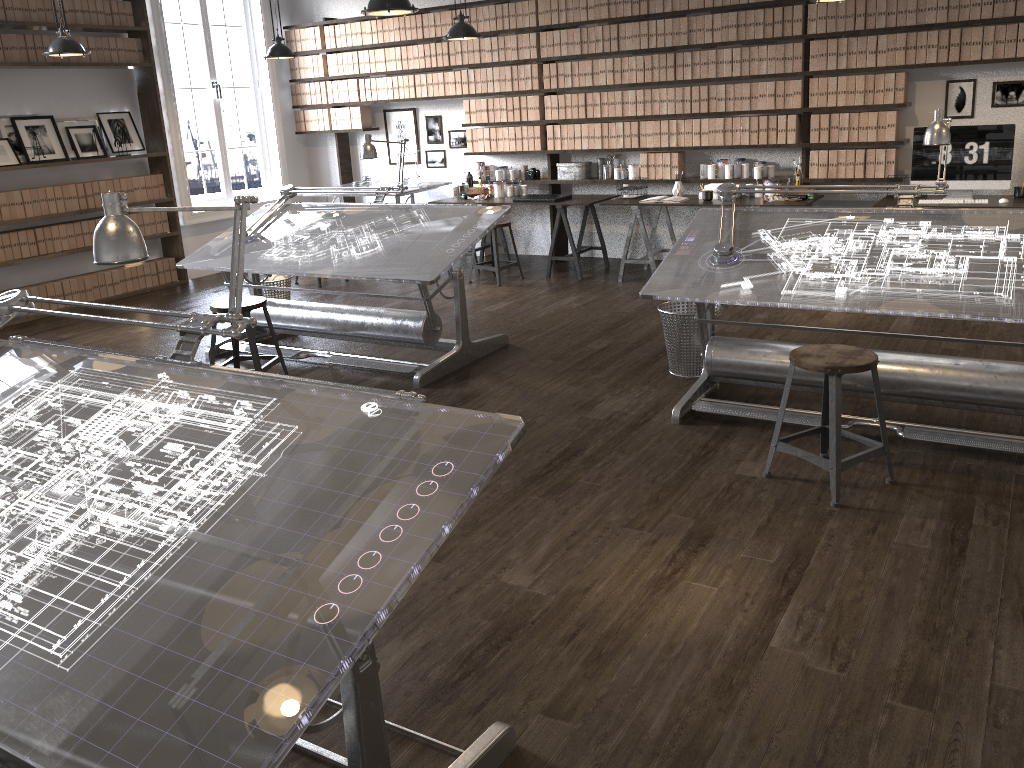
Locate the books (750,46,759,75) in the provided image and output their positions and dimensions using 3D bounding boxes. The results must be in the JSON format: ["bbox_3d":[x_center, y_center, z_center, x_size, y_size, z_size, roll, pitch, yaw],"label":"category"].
[{"bbox_3d":[1.977,-2.600,7.138,0.067,0.223,0.176,6,18,30],"label":"books"}]

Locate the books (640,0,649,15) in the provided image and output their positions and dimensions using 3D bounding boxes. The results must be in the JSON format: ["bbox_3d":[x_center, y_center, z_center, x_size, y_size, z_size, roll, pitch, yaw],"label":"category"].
[{"bbox_3d":[1.143,-3.226,7.463,0.067,0.223,0.176,6,18,30],"label":"books"}]

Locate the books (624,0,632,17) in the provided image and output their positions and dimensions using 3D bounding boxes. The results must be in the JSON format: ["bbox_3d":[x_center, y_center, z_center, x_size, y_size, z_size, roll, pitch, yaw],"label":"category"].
[{"bbox_3d":[1.018,-3.243,7.538,0.067,0.223,0.176,6,18,30],"label":"books"}]

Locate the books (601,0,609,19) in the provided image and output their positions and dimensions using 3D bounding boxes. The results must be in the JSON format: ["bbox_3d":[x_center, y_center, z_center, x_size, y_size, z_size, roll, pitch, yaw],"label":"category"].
[{"bbox_3d":[0.838,-3.265,7.643,0.067,0.223,0.176,6,18,30],"label":"books"}]

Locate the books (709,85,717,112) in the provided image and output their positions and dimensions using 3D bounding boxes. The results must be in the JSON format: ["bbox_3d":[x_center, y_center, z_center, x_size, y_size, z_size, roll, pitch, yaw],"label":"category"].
[{"bbox_3d":[1.703,-2.373,7.380,0.067,0.223,0.176,6,18,30],"label":"books"}]

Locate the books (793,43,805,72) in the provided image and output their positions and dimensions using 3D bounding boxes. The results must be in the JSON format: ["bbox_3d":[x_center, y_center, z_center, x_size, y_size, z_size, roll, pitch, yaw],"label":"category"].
[{"bbox_3d":[2.269,-2.562,6.963,0.067,0.223,0.176,6,18,30],"label":"books"}]

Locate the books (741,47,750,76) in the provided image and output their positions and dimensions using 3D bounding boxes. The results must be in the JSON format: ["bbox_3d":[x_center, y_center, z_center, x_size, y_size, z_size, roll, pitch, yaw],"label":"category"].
[{"bbox_3d":[1.916,-2.607,7.172,0.067,0.223,0.176,6,18,30],"label":"books"}]

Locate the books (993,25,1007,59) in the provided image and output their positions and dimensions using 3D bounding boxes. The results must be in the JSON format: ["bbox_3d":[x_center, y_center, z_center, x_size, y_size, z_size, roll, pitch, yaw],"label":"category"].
[{"bbox_3d":[3.454,-2.416,6.262,0.067,0.223,0.176,6,18,30],"label":"books"}]

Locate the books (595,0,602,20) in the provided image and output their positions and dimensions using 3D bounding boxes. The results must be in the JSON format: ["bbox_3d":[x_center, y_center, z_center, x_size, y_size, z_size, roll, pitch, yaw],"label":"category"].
[{"bbox_3d":[0.783,-3.274,7.681,0.067,0.222,0.176,6,18,30],"label":"books"}]

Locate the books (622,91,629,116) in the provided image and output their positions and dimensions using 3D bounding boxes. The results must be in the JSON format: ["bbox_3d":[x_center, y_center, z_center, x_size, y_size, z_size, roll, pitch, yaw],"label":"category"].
[{"bbox_3d":[1.035,-2.459,7.773,0.067,0.222,0.176,6,18,30],"label":"books"}]

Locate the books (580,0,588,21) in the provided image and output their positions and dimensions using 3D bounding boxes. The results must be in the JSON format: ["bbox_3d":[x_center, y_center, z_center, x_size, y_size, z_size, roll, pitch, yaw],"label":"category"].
[{"bbox_3d":[0.665,-3.288,7.746,0.067,0.223,0.176,6,18,30],"label":"books"}]

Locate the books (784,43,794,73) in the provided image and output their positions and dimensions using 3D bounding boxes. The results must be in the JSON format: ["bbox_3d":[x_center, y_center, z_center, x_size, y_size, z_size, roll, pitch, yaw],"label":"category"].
[{"bbox_3d":[2.208,-2.569,6.998,0.067,0.222,0.176,6,18,30],"label":"books"}]

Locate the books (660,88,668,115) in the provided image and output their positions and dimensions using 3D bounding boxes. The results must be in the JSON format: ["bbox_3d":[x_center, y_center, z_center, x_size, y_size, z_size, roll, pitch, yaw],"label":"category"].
[{"bbox_3d":[1.330,-2.420,7.596,0.067,0.223,0.176,6,18,30],"label":"books"}]

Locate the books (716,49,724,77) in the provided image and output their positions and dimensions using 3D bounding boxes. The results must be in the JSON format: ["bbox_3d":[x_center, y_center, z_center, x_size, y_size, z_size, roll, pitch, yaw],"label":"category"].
[{"bbox_3d":[1.739,-2.630,7.276,0.067,0.222,0.176,6,18,30],"label":"books"}]

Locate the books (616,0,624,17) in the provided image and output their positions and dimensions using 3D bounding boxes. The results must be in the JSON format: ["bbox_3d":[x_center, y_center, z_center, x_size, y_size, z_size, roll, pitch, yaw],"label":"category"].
[{"bbox_3d":[0.959,-3.252,7.578,0.067,0.223,0.176,6,18,30],"label":"books"}]

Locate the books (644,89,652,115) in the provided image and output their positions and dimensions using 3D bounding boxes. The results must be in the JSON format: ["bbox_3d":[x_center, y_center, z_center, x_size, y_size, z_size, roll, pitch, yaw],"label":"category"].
[{"bbox_3d":[1.211,-2.436,7.669,0.067,0.223,0.176,6,18,30],"label":"books"}]

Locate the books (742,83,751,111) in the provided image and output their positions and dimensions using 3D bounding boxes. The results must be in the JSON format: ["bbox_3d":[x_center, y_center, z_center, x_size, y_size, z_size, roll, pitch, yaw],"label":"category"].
[{"bbox_3d":[1.940,-2.341,7.232,0.067,0.223,0.176,6,18,30],"label":"books"}]

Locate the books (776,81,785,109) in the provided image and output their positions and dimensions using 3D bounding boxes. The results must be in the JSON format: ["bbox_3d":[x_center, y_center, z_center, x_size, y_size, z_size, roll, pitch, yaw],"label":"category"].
[{"bbox_3d":[2.171,-2.313,7.101,0.067,0.223,0.176,6,18,30],"label":"books"}]

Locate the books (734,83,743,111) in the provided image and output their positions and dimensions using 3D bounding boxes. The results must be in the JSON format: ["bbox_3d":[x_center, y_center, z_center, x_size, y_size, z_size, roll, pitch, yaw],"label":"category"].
[{"bbox_3d":[1.885,-2.350,7.271,0.067,0.223,0.176,6,18,30],"label":"books"}]

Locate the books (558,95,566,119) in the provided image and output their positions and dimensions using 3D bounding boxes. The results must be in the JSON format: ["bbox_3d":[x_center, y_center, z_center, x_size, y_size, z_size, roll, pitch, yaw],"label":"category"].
[{"bbox_3d":[0.496,-2.526,8.086,0.067,0.223,0.176,6,18,30],"label":"books"}]

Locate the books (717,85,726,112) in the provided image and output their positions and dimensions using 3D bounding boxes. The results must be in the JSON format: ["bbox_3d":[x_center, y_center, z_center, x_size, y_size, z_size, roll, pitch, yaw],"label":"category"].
[{"bbox_3d":[1.762,-2.364,7.340,0.067,0.223,0.176,6,18,30],"label":"books"}]

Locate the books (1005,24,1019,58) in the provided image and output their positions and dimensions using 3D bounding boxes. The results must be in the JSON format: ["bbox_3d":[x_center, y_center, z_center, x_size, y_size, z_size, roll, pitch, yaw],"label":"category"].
[{"bbox_3d":[3.513,-2.408,6.225,0.067,0.223,0.176,6,18,30],"label":"books"}]

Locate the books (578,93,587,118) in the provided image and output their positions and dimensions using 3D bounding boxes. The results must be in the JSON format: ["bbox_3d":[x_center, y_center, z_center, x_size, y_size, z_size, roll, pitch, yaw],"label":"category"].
[{"bbox_3d":[0.671,-2.504,7.984,0.067,0.223,0.176,6,18,30],"label":"books"}]

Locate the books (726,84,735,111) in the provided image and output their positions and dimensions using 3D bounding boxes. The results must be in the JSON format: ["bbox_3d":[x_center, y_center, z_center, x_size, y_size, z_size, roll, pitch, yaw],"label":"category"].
[{"bbox_3d":[1.824,-2.358,7.307,0.067,0.223,0.176,6,18,30],"label":"books"}]

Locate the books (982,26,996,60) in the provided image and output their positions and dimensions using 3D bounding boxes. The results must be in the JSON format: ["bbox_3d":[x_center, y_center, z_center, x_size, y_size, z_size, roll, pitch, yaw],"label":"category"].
[{"bbox_3d":[3.392,-2.423,6.295,0.067,0.223,0.176,6,18,30],"label":"books"}]

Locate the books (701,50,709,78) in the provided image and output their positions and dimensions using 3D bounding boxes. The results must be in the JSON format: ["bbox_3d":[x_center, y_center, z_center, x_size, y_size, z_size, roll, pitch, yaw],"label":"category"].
[{"bbox_3d":[1.625,-2.645,7.345,0.067,0.223,0.176,6,18,30],"label":"books"}]

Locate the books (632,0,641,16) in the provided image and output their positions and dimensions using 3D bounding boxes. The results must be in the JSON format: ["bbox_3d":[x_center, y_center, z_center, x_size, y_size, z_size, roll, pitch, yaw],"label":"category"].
[{"bbox_3d":[1.081,-3.236,7.506,0.067,0.223,0.176,6,18,30],"label":"books"}]

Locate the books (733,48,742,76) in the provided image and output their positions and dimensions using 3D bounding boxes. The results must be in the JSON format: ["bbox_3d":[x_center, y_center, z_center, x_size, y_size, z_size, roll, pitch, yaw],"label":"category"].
[{"bbox_3d":[1.853,-2.614,7.204,0.067,0.223,0.176,6,18,30],"label":"books"}]

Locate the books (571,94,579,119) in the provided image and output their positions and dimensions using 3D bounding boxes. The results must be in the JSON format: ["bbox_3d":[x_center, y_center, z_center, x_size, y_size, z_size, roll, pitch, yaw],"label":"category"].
[{"bbox_3d":[0.610,-2.514,8.026,0.067,0.222,0.176,6,18,30],"label":"books"}]

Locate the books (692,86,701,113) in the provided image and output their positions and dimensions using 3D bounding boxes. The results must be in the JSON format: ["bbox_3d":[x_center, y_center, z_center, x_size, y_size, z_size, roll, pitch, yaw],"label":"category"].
[{"bbox_3d":[1.575,-2.390,7.455,0.067,0.222,0.176,6,18,30],"label":"books"}]

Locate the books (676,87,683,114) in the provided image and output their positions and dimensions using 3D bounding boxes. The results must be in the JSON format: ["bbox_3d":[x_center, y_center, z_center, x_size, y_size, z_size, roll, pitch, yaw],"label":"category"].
[{"bbox_3d":[1.452,-2.403,7.520,0.067,0.223,0.176,6,18,30],"label":"books"}]

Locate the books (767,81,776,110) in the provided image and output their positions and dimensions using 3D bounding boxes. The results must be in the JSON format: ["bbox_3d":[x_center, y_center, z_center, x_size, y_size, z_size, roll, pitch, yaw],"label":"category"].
[{"bbox_3d":[2.109,-2.319,7.133,0.067,0.223,0.176,6,18,30],"label":"books"}]

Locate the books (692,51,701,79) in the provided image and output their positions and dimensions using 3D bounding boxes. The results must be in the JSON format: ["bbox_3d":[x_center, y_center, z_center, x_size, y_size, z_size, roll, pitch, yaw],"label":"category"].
[{"bbox_3d":[1.564,-2.653,7.381,0.067,0.223,0.176,6,18,30],"label":"books"}]

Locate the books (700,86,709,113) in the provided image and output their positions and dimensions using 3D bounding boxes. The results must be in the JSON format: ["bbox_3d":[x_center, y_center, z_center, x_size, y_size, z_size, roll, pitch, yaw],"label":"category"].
[{"bbox_3d":[1.636,-2.380,7.413,0.067,0.223,0.176,6,18,30],"label":"books"}]

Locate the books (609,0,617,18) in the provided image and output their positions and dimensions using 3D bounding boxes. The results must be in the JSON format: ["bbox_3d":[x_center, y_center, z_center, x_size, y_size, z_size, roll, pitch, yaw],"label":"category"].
[{"bbox_3d":[0.899,-3.259,7.614,0.067,0.223,0.176,6,18,30],"label":"books"}]

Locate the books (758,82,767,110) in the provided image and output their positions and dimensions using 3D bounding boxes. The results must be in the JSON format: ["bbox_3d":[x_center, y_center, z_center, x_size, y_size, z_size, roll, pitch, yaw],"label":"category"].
[{"bbox_3d":[2.053,-2.327,7.169,0.067,0.222,0.176,6,18,30],"label":"books"}]

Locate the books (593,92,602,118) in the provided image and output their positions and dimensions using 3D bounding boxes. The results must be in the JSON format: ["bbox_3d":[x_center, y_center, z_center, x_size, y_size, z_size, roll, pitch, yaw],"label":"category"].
[{"bbox_3d":[0.796,-2.488,7.910,0.067,0.223,0.176,6,18,30],"label":"books"}]

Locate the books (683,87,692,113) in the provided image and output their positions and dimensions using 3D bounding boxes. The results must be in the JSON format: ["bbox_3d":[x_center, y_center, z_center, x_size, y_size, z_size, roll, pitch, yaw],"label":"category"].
[{"bbox_3d":[1.509,-2.398,7.492,0.067,0.222,0.176,6,18,30],"label":"books"}]

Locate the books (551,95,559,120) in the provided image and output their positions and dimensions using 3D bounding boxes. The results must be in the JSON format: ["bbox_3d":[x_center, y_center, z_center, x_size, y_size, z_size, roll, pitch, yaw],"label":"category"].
[{"bbox_3d":[0.434,-2.534,8.122,0.067,0.223,0.176,6,18,30],"label":"books"}]

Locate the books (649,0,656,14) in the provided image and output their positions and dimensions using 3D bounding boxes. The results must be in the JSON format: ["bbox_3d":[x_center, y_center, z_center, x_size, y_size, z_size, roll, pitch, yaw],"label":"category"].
[{"bbox_3d":[1.209,-3.220,7.430,0.067,0.222,0.176,6,18,30],"label":"books"}]

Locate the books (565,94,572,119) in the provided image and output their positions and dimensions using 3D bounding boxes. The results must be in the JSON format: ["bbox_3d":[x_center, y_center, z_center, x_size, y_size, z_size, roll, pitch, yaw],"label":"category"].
[{"bbox_3d":[0.553,-2.520,8.057,0.067,0.222,0.176,6,18,30],"label":"books"}]

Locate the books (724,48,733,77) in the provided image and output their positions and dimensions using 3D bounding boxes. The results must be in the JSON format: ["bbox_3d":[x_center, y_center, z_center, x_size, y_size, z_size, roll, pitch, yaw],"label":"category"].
[{"bbox_3d":[1.792,-2.622,7.242,0.067,0.222,0.176,6,18,30],"label":"books"}]

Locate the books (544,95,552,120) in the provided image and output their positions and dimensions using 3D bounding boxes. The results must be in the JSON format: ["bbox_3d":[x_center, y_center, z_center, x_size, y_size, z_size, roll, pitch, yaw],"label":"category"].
[{"bbox_3d":[0.374,-2.543,8.162,0.067,0.223,0.176,6,18,30],"label":"books"}]

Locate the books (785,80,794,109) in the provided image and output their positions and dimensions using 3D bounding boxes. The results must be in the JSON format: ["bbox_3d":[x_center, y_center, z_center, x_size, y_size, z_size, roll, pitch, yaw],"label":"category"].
[{"bbox_3d":[2.232,-2.306,7.067,0.067,0.223,0.176,6,18,30],"label":"books"}]

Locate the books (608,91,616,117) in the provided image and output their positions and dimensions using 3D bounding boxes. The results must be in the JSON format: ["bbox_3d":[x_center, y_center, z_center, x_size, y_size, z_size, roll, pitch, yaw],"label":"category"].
[{"bbox_3d":[0.920,-2.474,7.842,0.067,0.223,0.176,6,18,30],"label":"books"}]

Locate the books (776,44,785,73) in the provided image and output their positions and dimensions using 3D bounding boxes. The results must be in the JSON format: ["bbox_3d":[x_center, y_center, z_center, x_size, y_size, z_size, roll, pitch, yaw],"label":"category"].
[{"bbox_3d":[2.152,-2.575,7.026,0.067,0.223,0.176,6,18,30],"label":"books"}]

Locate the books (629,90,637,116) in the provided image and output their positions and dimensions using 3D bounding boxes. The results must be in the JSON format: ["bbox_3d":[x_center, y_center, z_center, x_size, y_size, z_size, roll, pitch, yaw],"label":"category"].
[{"bbox_3d":[1.088,-2.451,7.739,0.067,0.222,0.176,6,18,30],"label":"books"}]

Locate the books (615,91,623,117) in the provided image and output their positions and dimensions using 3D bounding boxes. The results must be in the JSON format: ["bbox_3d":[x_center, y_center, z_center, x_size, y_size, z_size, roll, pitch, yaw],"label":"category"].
[{"bbox_3d":[0.975,-2.465,7.803,0.067,0.223,0.176,6,18,30],"label":"books"}]

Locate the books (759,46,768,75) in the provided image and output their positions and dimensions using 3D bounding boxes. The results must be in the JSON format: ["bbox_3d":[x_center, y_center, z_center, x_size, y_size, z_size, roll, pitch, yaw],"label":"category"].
[{"bbox_3d":[2.034,-2.591,7.099,0.067,0.223,0.176,6,18,30],"label":"books"}]

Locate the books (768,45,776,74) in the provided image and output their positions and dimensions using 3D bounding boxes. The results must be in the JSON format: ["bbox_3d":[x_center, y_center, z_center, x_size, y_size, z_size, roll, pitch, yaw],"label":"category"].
[{"bbox_3d":[2.095,-2.582,7.060,0.067,0.223,0.176,6,18,30],"label":"books"}]

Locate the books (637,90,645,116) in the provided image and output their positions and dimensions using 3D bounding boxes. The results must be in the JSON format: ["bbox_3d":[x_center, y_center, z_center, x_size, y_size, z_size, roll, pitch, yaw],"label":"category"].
[{"bbox_3d":[1.149,-2.443,7.701,0.067,0.223,0.176,6,18,30],"label":"books"}]

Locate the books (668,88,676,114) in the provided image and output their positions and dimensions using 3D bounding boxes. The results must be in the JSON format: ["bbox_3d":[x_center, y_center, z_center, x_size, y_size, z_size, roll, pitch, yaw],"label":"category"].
[{"bbox_3d":[1.390,-2.411,7.557,0.067,0.223,0.176,6,18,30],"label":"books"}]

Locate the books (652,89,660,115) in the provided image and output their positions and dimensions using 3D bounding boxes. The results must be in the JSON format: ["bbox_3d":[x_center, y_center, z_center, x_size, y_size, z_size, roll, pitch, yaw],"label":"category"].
[{"bbox_3d":[1.272,-2.429,7.635,0.067,0.223,0.176,6,18,30],"label":"books"}]

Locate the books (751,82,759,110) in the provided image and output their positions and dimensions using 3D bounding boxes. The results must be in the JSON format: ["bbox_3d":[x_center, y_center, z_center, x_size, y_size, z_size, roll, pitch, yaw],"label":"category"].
[{"bbox_3d":[2.000,-2.335,7.202,0.067,0.222,0.176,6,18,30],"label":"books"}]

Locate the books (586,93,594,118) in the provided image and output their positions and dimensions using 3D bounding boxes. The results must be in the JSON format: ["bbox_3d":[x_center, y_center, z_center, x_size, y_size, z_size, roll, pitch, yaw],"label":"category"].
[{"bbox_3d":[0.738,-2.497,7.950,0.067,0.223,0.176,6,18,30],"label":"books"}]

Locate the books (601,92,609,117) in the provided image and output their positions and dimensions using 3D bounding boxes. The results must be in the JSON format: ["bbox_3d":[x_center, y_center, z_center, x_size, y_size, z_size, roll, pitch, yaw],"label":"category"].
[{"bbox_3d":[0.859,-2.482,7.878,0.067,0.223,0.176,6,18,30],"label":"books"}]

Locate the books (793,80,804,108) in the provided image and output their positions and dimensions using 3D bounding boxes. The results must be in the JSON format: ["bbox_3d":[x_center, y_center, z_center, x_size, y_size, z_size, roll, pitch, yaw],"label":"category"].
[{"bbox_3d":[2.284,-2.296,7.029,0.067,0.223,0.176,6,18,30],"label":"books"}]
